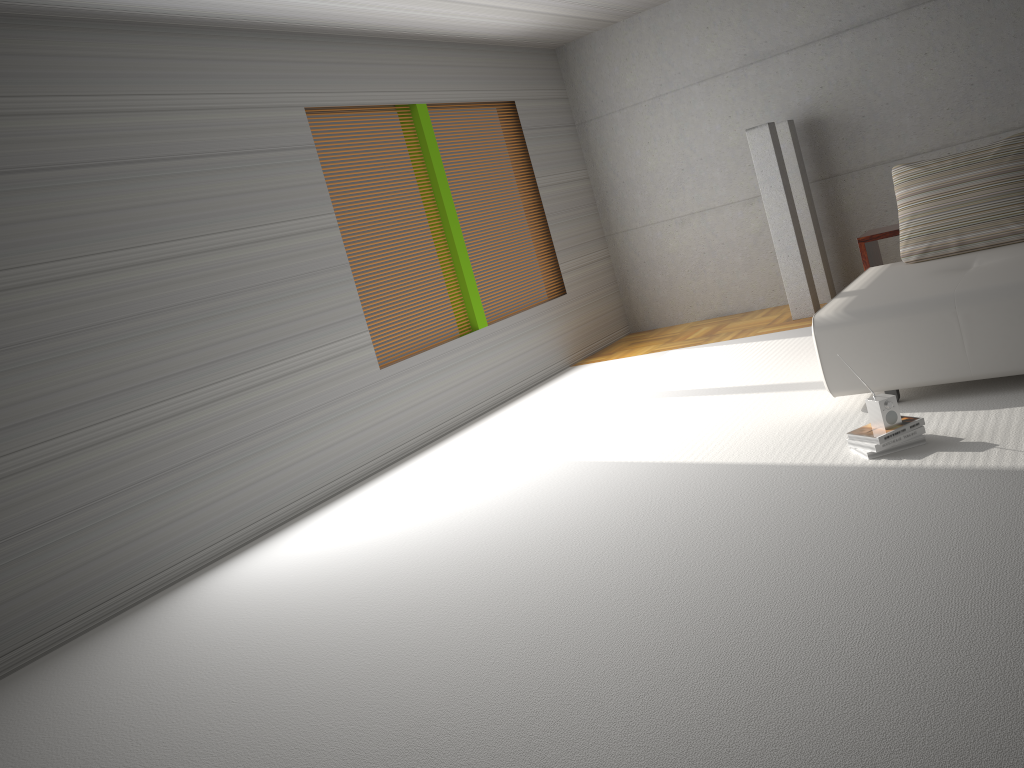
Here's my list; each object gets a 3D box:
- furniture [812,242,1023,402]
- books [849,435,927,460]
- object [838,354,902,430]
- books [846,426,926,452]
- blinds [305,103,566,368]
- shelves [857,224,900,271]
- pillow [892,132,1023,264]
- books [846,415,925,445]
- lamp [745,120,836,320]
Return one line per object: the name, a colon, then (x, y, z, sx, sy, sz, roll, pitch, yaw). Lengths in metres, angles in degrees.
furniture: (2.870, -0.452, 4.600, 2.153, 0.518, 1.637, -9, 10, 35)
books: (1.642, 0.259, 3.870, 0.264, 0.032, 0.190, -16, 9, -1)
object: (1.541, 0.022, 3.824, 0.186, 0.364, 0.090, -17, 5, -14)
books: (1.633, 0.229, 3.867, 0.266, 0.032, 0.189, -18, 9, -15)
blinds: (-0.574, -1.321, 7.394, 0.012, 2.031, 3.586, -12, 8, 35)
shelves: (3.385, -0.824, 5.399, 2.234, 0.711, 0.406, -10, 8, 35)
pillow: (2.751, -1.117, 5.365, 0.795, 0.606, 0.497, -10, 8, 34)
books: (1.632, 0.197, 3.862, 0.267, 0.032, 0.189, -19, 9, -20)
lamp: (2.499, -1.482, 7.858, 0.198, 1.681, 0.809, -12, 6, 35)
